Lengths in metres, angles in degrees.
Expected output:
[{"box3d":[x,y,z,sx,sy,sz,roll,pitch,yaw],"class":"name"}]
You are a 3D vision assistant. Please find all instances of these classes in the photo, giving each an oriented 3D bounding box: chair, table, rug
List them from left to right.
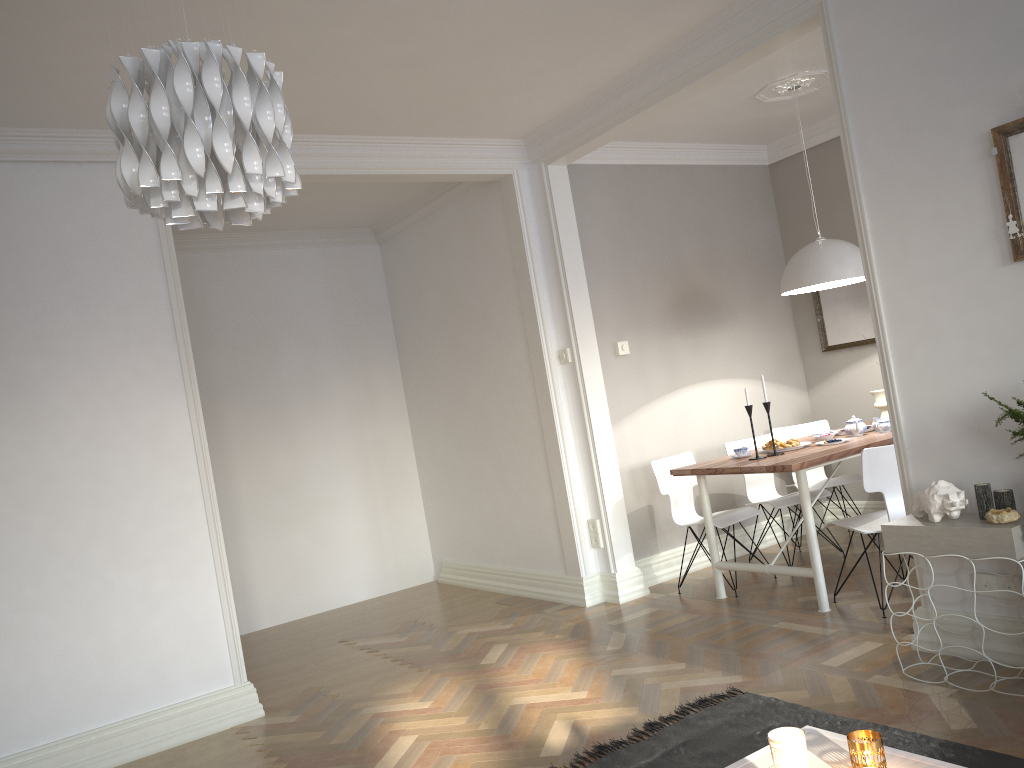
[{"box3d":[1.169,0.795,5.195,0.431,0.785,0.480,-9,-1,-43],"class":"chair"},{"box3d":[0.573,1.210,2.092,2.013,0.055,2.114,-9,-2,-33],"class":"rug"},{"box3d":[1.678,0.715,5.505,0.431,0.785,0.479,-9,-1,-23],"class":"chair"},{"box3d":[2.065,0.660,5.945,0.431,0.785,0.479,-10,-1,-2],"class":"chair"},{"box3d":[1.989,0.671,5.091,1.984,0.750,0.854,-9,-1,-33],"class":"table"},{"box3d":[0.554,0.950,1.328,0.674,0.504,0.716,-9,-1,-33],"class":"table"},{"box3d":[1.801,0.665,4.276,0.431,0.785,0.479,-10,-1,-13],"class":"chair"},{"box3d":[1.658,0.768,3.172,0.298,0.575,0.554,-9,-1,-32],"class":"table"}]

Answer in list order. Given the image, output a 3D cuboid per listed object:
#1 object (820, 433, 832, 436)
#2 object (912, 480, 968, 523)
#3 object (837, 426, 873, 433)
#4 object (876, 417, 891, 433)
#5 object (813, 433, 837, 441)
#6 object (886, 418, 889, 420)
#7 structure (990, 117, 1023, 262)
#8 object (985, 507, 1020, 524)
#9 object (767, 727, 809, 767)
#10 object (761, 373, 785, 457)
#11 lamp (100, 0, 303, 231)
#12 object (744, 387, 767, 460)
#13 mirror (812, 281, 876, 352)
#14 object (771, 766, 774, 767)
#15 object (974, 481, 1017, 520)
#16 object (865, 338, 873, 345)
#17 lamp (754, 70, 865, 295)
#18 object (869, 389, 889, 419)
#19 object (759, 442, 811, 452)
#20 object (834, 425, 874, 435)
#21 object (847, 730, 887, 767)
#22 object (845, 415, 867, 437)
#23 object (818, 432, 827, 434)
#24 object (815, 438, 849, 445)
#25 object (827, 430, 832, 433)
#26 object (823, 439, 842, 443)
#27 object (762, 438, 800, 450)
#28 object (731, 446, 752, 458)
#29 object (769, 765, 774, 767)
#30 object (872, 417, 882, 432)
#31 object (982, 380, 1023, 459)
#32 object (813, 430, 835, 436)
[{"box3d":[1.776,0.306,5.032,0.085,0.039,0.082,-10,-1,22],"class":"object"},{"box3d":[1.553,0.420,3.224,0.137,0.150,0.311,-10,-1,-3],"class":"object"},{"box3d":[2.042,0.272,5.280,0.201,0.022,0.194,-9,-1,-13],"class":"object"},{"box3d":[2.086,0.228,4.970,0.090,0.086,0.090,-10,-1,12],"class":"object"},{"box3d":[1.778,0.306,5.031,0.129,0.038,0.129,-9,-2,-33],"class":"object"},{"box3d":[2.228,0.224,5.173,0.116,0.056,0.116,-10,-1,30],"class":"object"},{"box3d":[1.789,-0.726,2.904,0.053,0.574,0.399,-9,-1,-35],"class":"structure"},{"box3d":[1.668,0.448,3.015,0.099,0.046,0.104,-10,-1,14],"class":"object"},{"box3d":[0.450,0.603,1.437,0.060,0.073,0.060,-9,-1,-17],"class":"object"},{"box3d":[1.374,0.161,4.753,0.095,0.448,0.095,-9,-1,-37],"class":"object"},{"box3d":[-0.693,-0.862,1.825,0.355,1.065,0.354,-10,-1,10],"class":"lamp"},{"box3d":[1.275,0.203,4.723,0.095,0.396,0.095,-9,-1,-37],"class":"object"},{"box3d":[2.302,-0.529,6.113,0.051,0.557,0.474,-9,-1,-33],"class":"mirror"},{"box3d":[0.458,0.674,1.468,0.056,0.066,0.056,-10,-1,19],"class":"object"},{"box3d":[1.695,0.401,3.113,0.123,0.134,0.062,-10,-1,8],"class":"object"},{"box3d":[2.559,-0.192,5.503,0.699,0.781,0.351,-10,-1,40],"class":"object"},{"box3d":[1.718,-1.147,5.094,0.529,1.182,0.530,-9,-1,-25],"class":"lamp"},{"box3d":[2.495,0.105,5.752,0.310,0.228,0.172,-10,-1,11],"class":"object"},{"box3d":[1.528,0.357,4.965,0.286,0.019,0.287,-8,-2,-45],"class":"object"},{"box3d":[2.042,0.277,5.275,0.287,0.019,0.287,-10,-2,30],"class":"object"},{"box3d":[0.616,0.649,1.534,0.060,0.079,0.060,-9,-1,-38],"class":"object"},{"box3d":[1.952,0.236,5.044,0.124,0.119,0.144,-9,-1,-28],"class":"object"},{"box3d":[1.832,0.299,5.203,0.057,0.037,0.073,-10,-1,6],"class":"object"},{"box3d":[1.753,0.319,4.852,0.180,0.014,0.179,-10,-1,23],"class":"object"},{"box3d":[1.852,0.278,5.181,0.020,0.003,0.194,-10,-2,25],"class":"object"},{"box3d":[1.747,0.316,4.842,0.100,0.025,0.066,-11,-2,34],"class":"object"},{"box3d":[1.503,0.336,4.977,0.198,0.063,0.188,-10,-1,27],"class":"object"},{"box3d":[1.277,0.380,4.928,0.116,0.056,0.137,-10,-1,-2],"class":"object"},{"box3d":[0.458,0.677,1.468,0.060,0.073,0.060,-10,-1,37],"class":"object"},{"box3d":[2.096,0.229,5.069,0.072,0.086,0.086,-10,-1,23],"class":"object"},{"box3d":[1.796,0.184,2.815,0.368,0.526,0.438,-9,-1,-33],"class":"object"},{"box3d":[1.829,0.302,5.191,0.129,0.038,0.129,-9,-1,-28],"class":"object"}]
